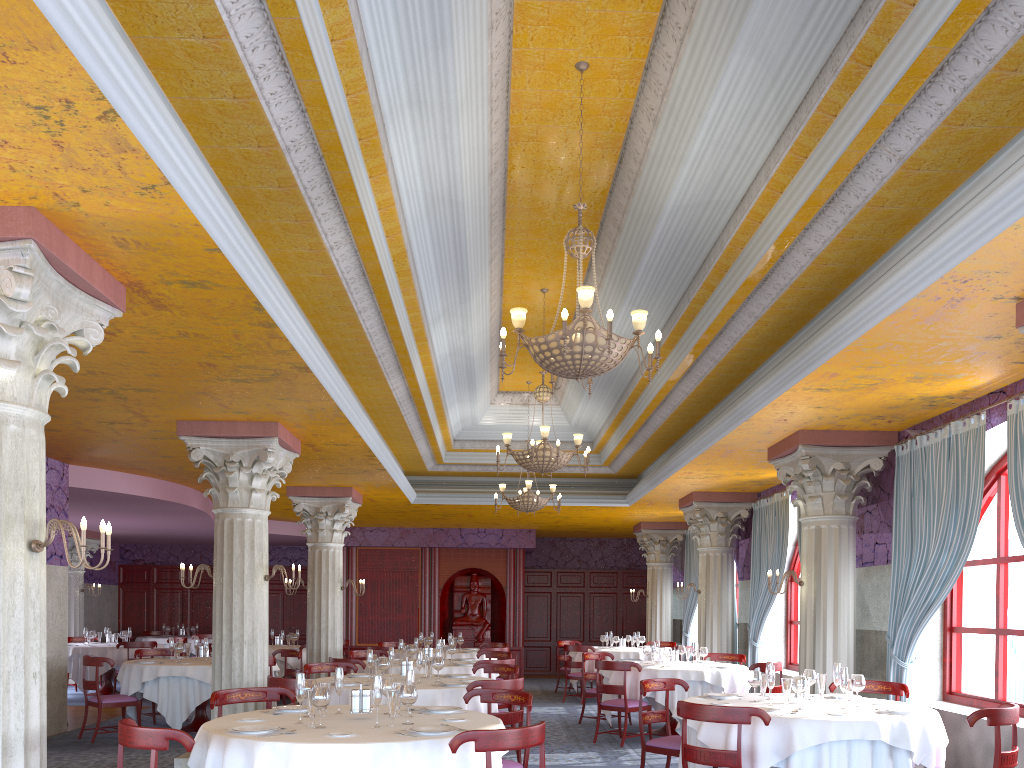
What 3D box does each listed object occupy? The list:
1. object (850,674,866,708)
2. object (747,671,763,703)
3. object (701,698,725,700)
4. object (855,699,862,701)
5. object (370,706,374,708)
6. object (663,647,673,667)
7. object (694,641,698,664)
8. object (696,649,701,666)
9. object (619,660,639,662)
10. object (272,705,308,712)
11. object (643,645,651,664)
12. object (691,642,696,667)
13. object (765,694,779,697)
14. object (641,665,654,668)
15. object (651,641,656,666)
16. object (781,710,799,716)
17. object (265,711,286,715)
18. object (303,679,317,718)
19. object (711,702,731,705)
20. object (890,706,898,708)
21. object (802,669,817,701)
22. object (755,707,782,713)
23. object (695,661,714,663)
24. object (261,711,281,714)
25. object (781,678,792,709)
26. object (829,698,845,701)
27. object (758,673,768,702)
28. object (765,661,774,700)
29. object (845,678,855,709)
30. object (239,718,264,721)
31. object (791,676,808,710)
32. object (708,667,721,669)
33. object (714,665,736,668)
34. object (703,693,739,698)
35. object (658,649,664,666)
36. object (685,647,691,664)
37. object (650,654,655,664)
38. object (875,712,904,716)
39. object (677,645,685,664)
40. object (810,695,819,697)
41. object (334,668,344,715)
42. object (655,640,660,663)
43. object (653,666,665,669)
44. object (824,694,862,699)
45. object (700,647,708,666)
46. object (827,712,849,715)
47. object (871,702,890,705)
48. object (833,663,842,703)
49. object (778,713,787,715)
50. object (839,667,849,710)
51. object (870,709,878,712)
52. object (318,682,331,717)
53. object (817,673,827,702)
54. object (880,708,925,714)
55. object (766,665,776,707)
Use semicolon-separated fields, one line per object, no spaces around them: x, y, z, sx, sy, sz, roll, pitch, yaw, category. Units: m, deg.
2.767;2.461;6.863;0.122;0.262;0.123;1;-3;-10;object
2.039;2.540;7.192;0.122;0.262;0.123;0;-3;12;object
1.725;2.707;7.378;0.055;0.019;0.261;12;-18;-40;object
3.045;2.740;7.444;0.028;0.013;0.236;-10;-18;42;object
-1.118;2.445;6.460;0.158;0.009;0.164;1;-15;-1;object
2.116;3.705;11.622;0.123;0.262;0.123;2;-3;-33;object
2.616;3.819;12.174;0.074;0.333;0.074;1;0;-10;object
2.552;3.756;11.749;0.086;0.235;0.086;1;-2;-21;object
1.721;4.054;12.512;0.316;0.024;0.320;9;-17;-30;object
-1.603;2.389;6.294;0.314;0.024;0.322;-4;-15;18;object
1.916;3.842;12.150;0.122;0.262;0.123;0;-3;12;object
2.469;3.680;11.650;0.074;0.333;0.074;0;0;35;object
2.328;2.808;7.719;0.159;0.009;0.163;-4;-15;18;object
1.754;3.769;11.429;0.313;0.024;0.323;1;-15;-1;object
1.945;3.714;11.797;0.074;0.333;0.074;0;0;12;object
2.052;2.440;6.352;0.261;0.019;0.055;14;-18;-41;object
-1.697;2.360;6.148;0.257;0.003;0.022;-13;-20;42;object
-1.408;2.177;5.932;0.122;0.262;0.123;1;-3;-10;object
1.704;2.612;6.996;0.159;0.009;0.163;-4;-15;18;object
3.078;2.536;6.678;0.055;0.019;0.261;12;-18;-40;object
2.567;2.598;7.392;0.122;0.262;0.123;1;-3;-10;object
1.876;2.468;6.470;0.314;0.024;0.322;-4;-15;18;object
2.805;4.072;12.545;0.313;0.024;0.323;1;-15;-1;object
-1.721;2.344;6.118;0.055;0.019;0.261;12;-18;-40;object
2.166;2.440;6.756;0.086;0.235;0.086;1;-2;-21;object
2.815;2.732;7.419;0.030;0.010;0.141;12;-19;-42;object
2.131;2.573;7.264;0.086;0.235;0.086;1;-2;-21;object
2.215;2.551;7.363;0.074;0.333;0.074;0;0;35;object
2.674;2.454;6.791;0.086;0.235;0.086;1;-2;-21;object
-1.743;2.249;5.736;0.158;0.009;0.164;1;-15;-1;object
2.238;2.403;6.663;0.122;0.262;0.123;0;-3;12;object
2.695;3.761;11.343;0.235;0.013;0.028;-13;-18;43;object
2.837;3.788;11.461;0.313;0.024;0.323;1;-15;-1;object
1.844;2.752;7.554;0.313;0.024;0.323;1;-15;-1;object
2.044;3.742;11.714;0.086;0.235;0.086;0;-2;24;object
2.517;3.889;12.257;0.086;0.235;0.086;0;-2;24;object
2.009;3.875;12.223;0.086;0.235;0.086;1;-2;1;object
2.818;2.460;6.385;0.235;0.013;0.028;-13;-18;43;object
2.445;3.899;12.350;0.122;0.262;0.123;1;-3;-10;object
2.752;2.802;7.705;0.261;0.019;0.055;14;-18;-41;object
-1.232;2.188;6.103;0.074;0.333;0.074;1;0;-10;object
2.092;3.853;12.321;0.074;0.333;0.074;1;0;-33;object
1.929;3.742;11.310;0.261;0.019;0.055;14;-18;-41;object
2.927;2.770;7.586;0.313;0.024;0.323;1;-15;-1;object
2.644;3.762;11.821;0.123;0.262;0.123;2;-3;-33;object
2.427;2.454;6.371;0.158;0.009;0.164;1;-15;-1;object
3.052;2.650;7.095;0.159;0.009;0.163;-4;-15;18;object
2.739;2.518;7.216;0.074;0.333;0.074;0;0;35;object
2.022;2.455;6.376;0.022;0.003;0.258;-12;-19;40;object
2.592;2.379;6.692;0.074;0.333;0.074;1;0;-10;object
2.792;2.521;6.615;0.141;0.010;0.030;15;-19;-43;object
-1.315;2.210;6.005;0.086;0.235;0.086;1;-2;-21;object
2.639;2.587;7.299;0.086;0.235;0.086;0;-2;24;object
2.960;2.486;6.503;0.314;0.024;0.322;-4;-15;18;object
2.068;2.412;6.839;0.074;0.333;0.074;0;0;35;object
